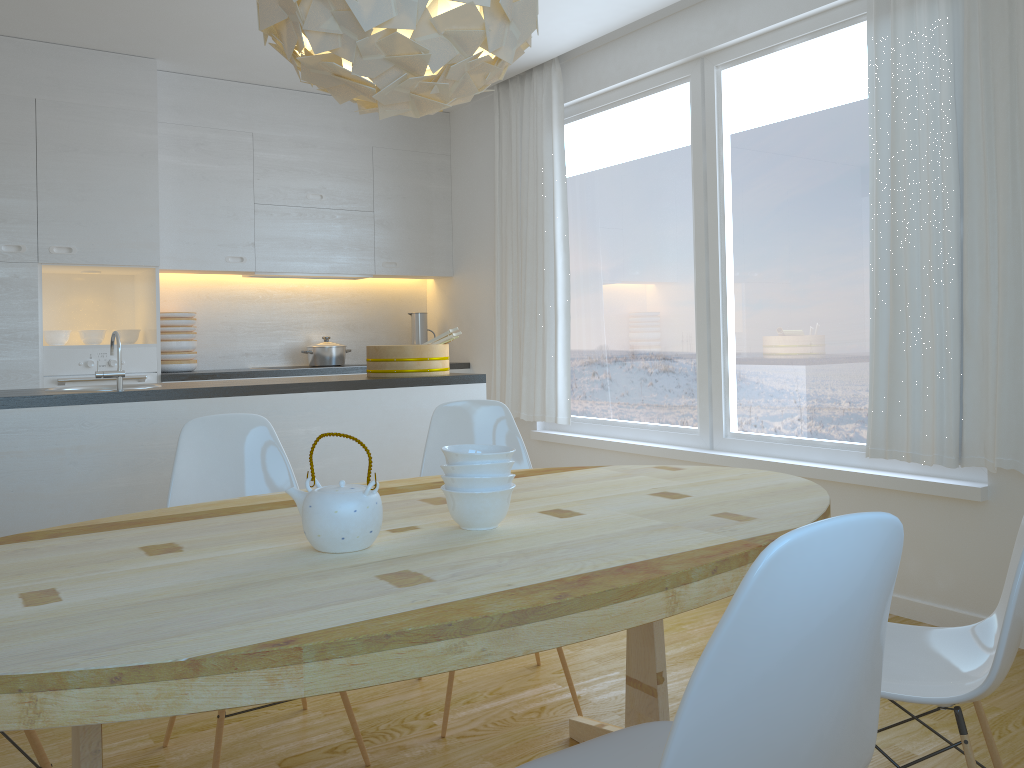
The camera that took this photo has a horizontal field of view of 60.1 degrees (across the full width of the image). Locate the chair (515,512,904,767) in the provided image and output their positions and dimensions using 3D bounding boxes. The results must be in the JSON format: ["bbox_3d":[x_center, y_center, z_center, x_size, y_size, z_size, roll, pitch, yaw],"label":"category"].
[{"bbox_3d":[0.227,0.589,1.182,0.430,0.902,0.523,-1,0,-34],"label":"chair"}]

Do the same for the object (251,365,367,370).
[{"bbox_3d":[-1.279,-0.106,5.712,0.654,0.013,0.562,-3,4,-34],"label":"object"}]

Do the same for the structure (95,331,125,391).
[{"bbox_3d":[-1.462,-0.084,3.195,0.097,0.215,0.162,-1,0,-34],"label":"structure"}]

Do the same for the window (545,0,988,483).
[{"bbox_3d":[0.987,-0.642,4.340,0.088,1.918,2.726,-1,1,-34],"label":"window"}]

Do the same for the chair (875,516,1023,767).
[{"bbox_3d":[0.780,0.550,1.708,0.523,0.902,0.430,-1,0,31],"label":"chair"}]

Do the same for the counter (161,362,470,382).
[{"bbox_3d":[-1.280,-0.088,5.707,2.002,0.040,0.600,-3,4,-34],"label":"counter"}]

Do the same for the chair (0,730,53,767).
[{"bbox_3d":[-1.254,0.586,1.860,0.523,0.902,0.430,-1,0,26],"label":"chair"}]

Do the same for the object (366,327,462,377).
[{"bbox_3d":[-0.451,-0.147,4.051,0.429,0.214,0.379,-1,2,-6],"label":"object"}]

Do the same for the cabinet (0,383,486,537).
[{"bbox_3d":[-1.266,0.497,3.524,2.402,0.910,0.600,-3,1,-34],"label":"cabinet"}]

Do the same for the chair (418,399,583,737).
[{"bbox_3d":[-0.068,0.515,2.770,0.430,0.902,0.523,-1,0,-14],"label":"chair"}]

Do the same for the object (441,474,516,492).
[{"bbox_3d":[-0.068,0.223,1.793,0.152,0.093,0.151,-1,2,5],"label":"object"}]

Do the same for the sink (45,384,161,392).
[{"bbox_3d":[-1.554,0.090,3.380,0.404,0.157,0.404,-1,2,7],"label":"sink"}]

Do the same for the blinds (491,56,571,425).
[{"bbox_3d":[0.060,-0.855,5.346,0.150,2.161,0.794,-1,0,-35],"label":"blinds"}]

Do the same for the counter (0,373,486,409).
[{"bbox_3d":[-1.276,0.022,3.530,2.402,0.040,0.601,-3,4,-34],"label":"counter"}]

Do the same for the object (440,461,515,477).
[{"bbox_3d":[-0.069,0.199,1.796,0.152,0.096,0.151,-2,2,-18],"label":"object"}]

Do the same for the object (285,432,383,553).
[{"bbox_3d":[-0.323,0.195,1.648,0.147,0.212,0.177,-2,1,-35],"label":"object"}]

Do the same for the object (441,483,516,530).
[{"bbox_3d":[-0.067,0.247,1.789,0.152,0.082,0.152,-1,2,5],"label":"object"}]

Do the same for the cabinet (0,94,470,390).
[{"bbox_3d":[-1.747,-0.379,5.322,3.203,2.302,0.480,-2,0,-34],"label":"cabinet"}]

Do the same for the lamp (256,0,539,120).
[{"bbox_3d":[-0.249,-1.125,1.885,0.639,1.135,0.646,-1,0,-35],"label":"lamp"}]

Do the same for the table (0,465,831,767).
[{"bbox_3d":[-0.187,0.653,1.809,2.192,0.725,1.193,-3,3,-36],"label":"table"}]

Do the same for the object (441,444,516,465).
[{"bbox_3d":[-0.067,0.171,1.794,0.152,0.087,0.152,-1,2,-6],"label":"object"}]

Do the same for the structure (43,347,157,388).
[{"bbox_3d":[-2.189,0.108,4.735,0.561,0.596,0.049,-2,0,-34],"label":"structure"}]

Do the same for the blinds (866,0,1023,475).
[{"bbox_3d":[1.565,-0.776,3.147,0.150,2.161,0.794,-1,0,-34],"label":"blinds"}]
